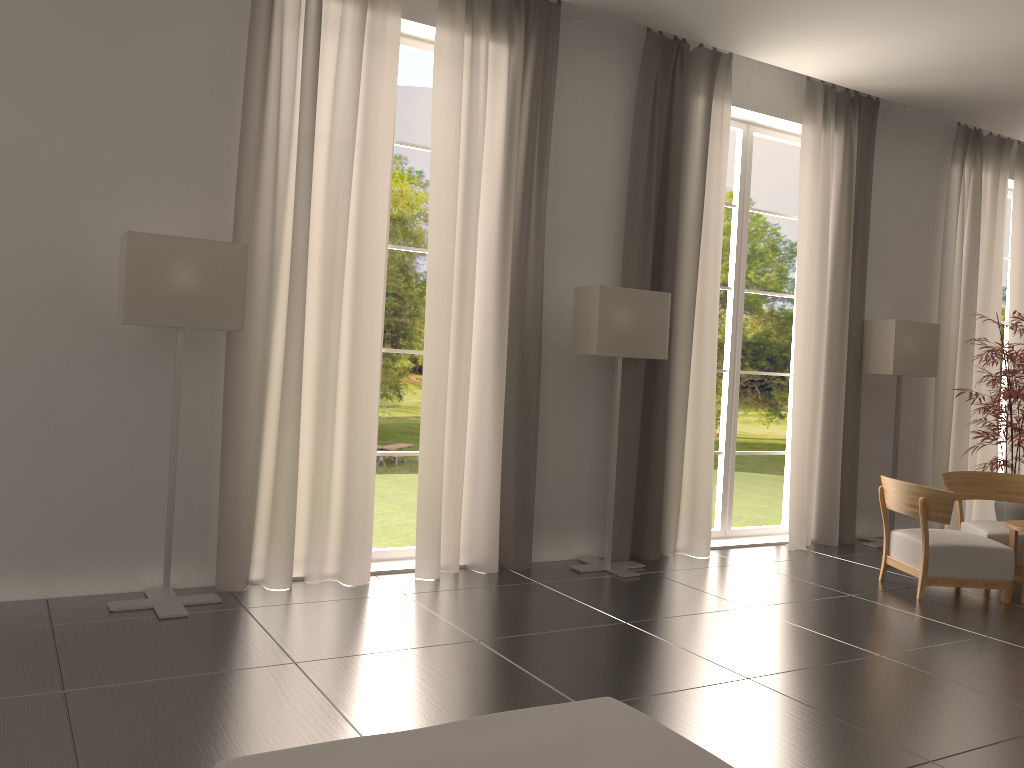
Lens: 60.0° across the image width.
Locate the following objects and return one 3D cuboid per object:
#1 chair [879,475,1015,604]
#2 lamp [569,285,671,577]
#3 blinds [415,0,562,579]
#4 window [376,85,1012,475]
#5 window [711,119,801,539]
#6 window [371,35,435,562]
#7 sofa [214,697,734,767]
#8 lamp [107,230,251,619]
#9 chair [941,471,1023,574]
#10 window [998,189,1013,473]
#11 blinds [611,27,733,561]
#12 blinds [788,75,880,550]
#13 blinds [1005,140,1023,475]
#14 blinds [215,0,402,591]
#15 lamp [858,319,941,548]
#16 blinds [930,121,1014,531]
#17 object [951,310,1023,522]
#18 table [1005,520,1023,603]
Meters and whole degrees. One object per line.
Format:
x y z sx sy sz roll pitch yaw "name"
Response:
4.778 1.700 9.907 1.151 1.226 1.452 3 1 -5 "chair"
1.175 0.515 10.122 1.000 3.178 0.908 3 0 -30 "lamp"
-0.270 -1.183 9.611 1.549 6.432 0.417 3 0 -34 "blinds"
17.148 -2.440 7.496 48.602 20.580 99.179 3 1 -30 "window"
3.074 -0.740 12.271 2.642 5.750 0.110 3 0 -30 "window"
-1.492 -0.941 9.618 2.642 5.750 0.110 3 0 -30 "window"
-0.561 1.600 0.353 5.602 1.205 5.528 3 1 -30 "sofa"
-2.936 0.334 7.733 1.000 3.178 0.908 3 0 -30 "lamp"
6.105 1.754 10.903 1.452 1.226 1.151 3 1 5 "chair"
7.640 -0.539 14.924 2.642 5.750 0.110 3 0 -30 "window"
1.982 -1.084 10.922 1.549 6.432 0.415 3 0 -26 "blinds"
4.429 -0.976 12.342 1.549 6.432 0.417 3 0 -34 "blinds"
8.685 -0.789 14.815 1.549 6.432 0.417 3 0 -34 "blinds"
-1.938 -1.257 8.644 1.549 6.432 0.415 3 0 -26 "blinds"
5.474 0.704 12.620 1.000 3.178 0.908 3 0 -30 "lamp"
7.221 -0.853 13.966 1.549 6.432 0.415 3 0 -26 "blinds"
6.850 0.686 12.234 1.490 3.397 1.770 3 0 45 "object"
5.905 1.978 9.759 0.869 0.803 0.870 3 1 -8 "table"
